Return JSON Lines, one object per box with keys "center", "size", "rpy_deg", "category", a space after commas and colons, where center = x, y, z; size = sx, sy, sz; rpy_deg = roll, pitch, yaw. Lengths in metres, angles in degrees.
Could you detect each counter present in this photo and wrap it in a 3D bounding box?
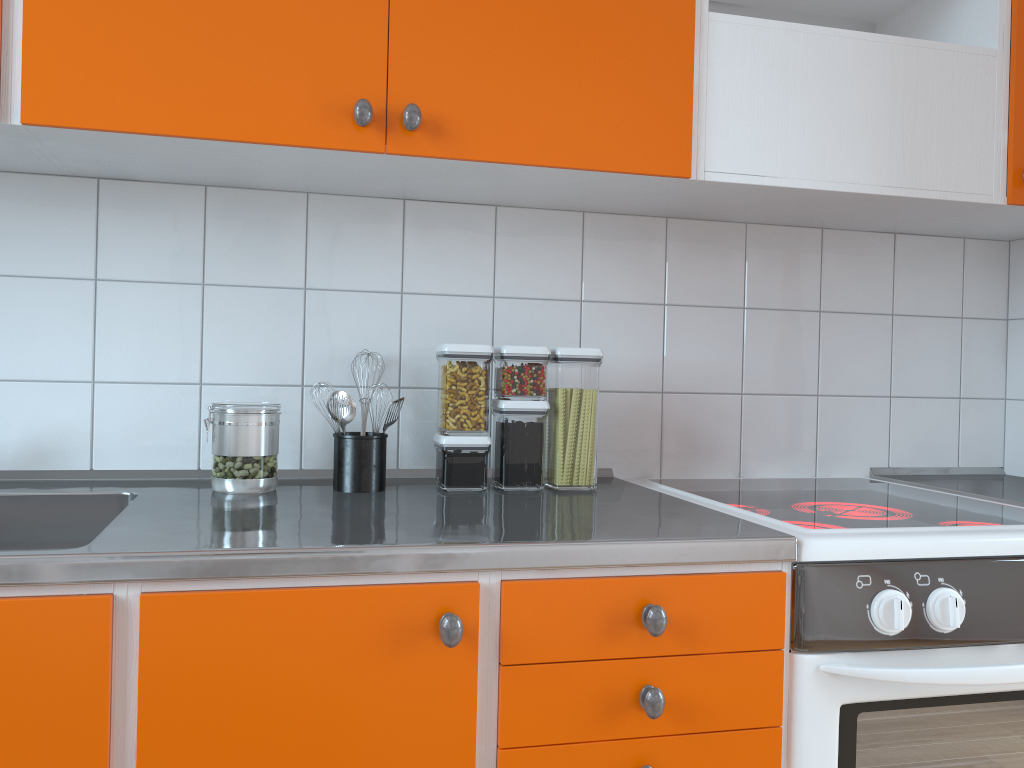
{"center": [-0.257, 0.234, 1.395], "size": [3.095, 0.132, 0.683], "rpy_deg": [1, 1, -14], "category": "counter"}

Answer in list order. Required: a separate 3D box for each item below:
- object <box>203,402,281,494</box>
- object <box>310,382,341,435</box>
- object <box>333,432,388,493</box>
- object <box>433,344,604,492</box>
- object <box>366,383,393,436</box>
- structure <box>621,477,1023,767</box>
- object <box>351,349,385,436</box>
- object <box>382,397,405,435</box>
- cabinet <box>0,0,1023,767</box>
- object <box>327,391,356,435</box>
{"center": [-0.458, 0.108, 1.525], "size": [0.118, 0.150, 0.116], "rpy_deg": [2, 1, 20], "category": "object"}
{"center": [-0.308, 0.091, 1.559], "size": [0.045, 0.190, 0.106], "rpy_deg": [2, 0, 37], "category": "object"}
{"center": [-0.268, 0.140, 1.563], "size": [0.095, 0.105, 0.097], "rpy_deg": [1, 1, -33], "category": "object"}
{"center": [0.011, 0.061, 1.629], "size": [0.300, 0.261, 0.095], "rpy_deg": [1, 0, -14], "category": "object"}
{"center": [-0.233, 0.064, 1.522], "size": [0.044, 0.131, 0.076], "rpy_deg": [1, 0, -23], "category": "object"}
{"center": [0.593, 0.638, 1.580], "size": [0.617, 0.864, 0.735], "rpy_deg": [1, 1, -15], "category": "structure"}
{"center": [-0.261, 0.061, 1.624], "size": [0.063, 0.251, 0.186], "rpy_deg": [1, 0, -14], "category": "object"}
{"center": [-0.226, 0.103, 1.556], "size": [0.034, 0.164, 0.119], "rpy_deg": [1, 1, -34], "category": "object"}
{"center": [-0.243, -0.121, 1.376], "size": [3.096, 2.348, 0.706], "rpy_deg": [1, 0, -14], "category": "cabinet"}
{"center": [-0.295, 0.099, 1.534], "size": [0.052, 0.176, 0.087], "rpy_deg": [1, 0, -6], "category": "object"}
